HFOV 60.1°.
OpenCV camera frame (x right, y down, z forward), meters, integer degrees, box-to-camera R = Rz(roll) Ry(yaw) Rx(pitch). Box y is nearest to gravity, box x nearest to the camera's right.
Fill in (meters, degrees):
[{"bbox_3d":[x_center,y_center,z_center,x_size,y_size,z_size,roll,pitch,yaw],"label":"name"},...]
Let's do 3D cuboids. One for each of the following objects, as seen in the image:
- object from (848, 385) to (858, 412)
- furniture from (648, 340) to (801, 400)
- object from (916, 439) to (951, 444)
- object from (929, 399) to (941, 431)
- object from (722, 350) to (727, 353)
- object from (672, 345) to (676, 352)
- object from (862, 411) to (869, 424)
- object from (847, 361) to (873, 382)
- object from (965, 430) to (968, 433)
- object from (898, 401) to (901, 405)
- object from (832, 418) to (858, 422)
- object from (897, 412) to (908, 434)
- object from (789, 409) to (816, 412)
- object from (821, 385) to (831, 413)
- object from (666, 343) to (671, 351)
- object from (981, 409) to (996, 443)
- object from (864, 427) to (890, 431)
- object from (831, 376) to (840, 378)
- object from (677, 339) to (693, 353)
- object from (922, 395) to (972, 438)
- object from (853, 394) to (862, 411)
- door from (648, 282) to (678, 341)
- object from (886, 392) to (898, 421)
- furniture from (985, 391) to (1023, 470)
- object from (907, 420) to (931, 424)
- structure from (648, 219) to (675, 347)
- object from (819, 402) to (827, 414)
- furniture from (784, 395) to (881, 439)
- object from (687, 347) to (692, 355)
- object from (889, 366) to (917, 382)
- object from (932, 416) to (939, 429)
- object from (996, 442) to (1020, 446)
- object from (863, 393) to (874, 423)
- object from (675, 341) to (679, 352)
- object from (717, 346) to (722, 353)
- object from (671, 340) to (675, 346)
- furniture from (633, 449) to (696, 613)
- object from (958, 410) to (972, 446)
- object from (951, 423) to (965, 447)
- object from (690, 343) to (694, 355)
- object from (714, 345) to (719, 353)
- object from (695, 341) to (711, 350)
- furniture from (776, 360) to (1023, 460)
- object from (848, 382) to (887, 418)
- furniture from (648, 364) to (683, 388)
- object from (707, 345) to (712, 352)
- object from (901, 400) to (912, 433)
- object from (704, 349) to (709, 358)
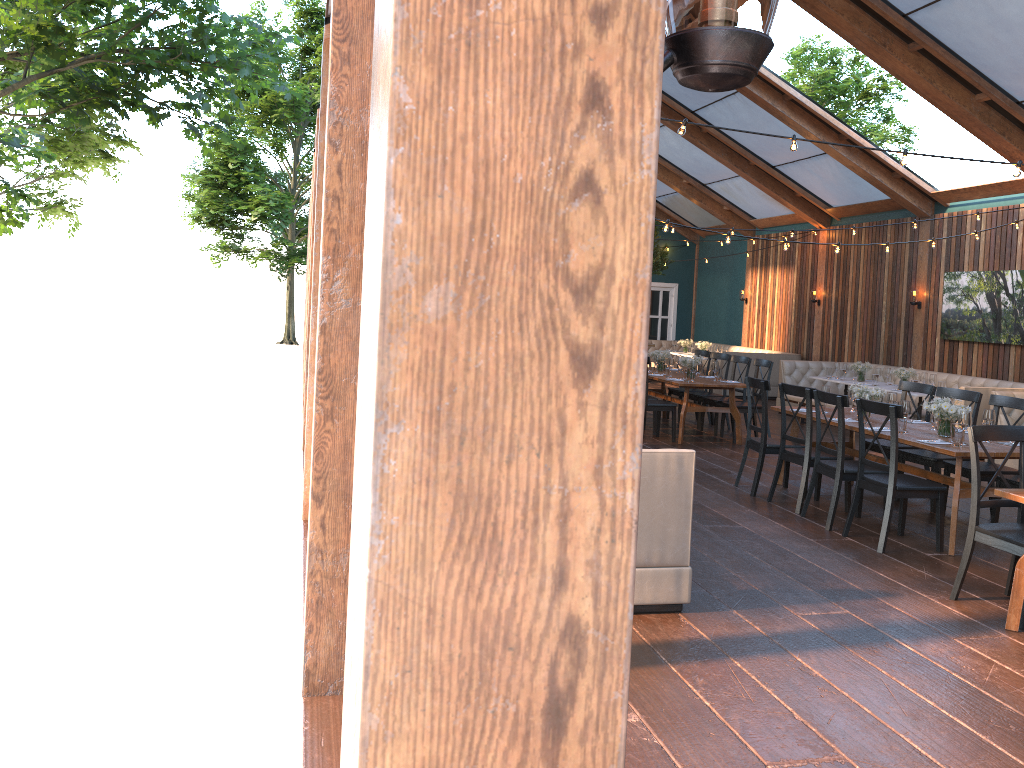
[{"bbox_3d":[3.162,0.134,8.209,0.092,0.244,0.092,4,2,34],"label":"object"},{"bbox_3d":[4.219,-0.356,18.420,1.708,0.857,4.176,2,5,-13],"label":"furniture"},{"bbox_3d":[3.072,0.414,6.392,0.255,0.019,0.158,2,5,-13],"label":"object"},{"bbox_3d":[3.412,0.248,7.135,0.092,0.244,0.092,4,2,29],"label":"object"},{"bbox_3d":[4.173,-0.580,17.366,0.092,0.158,0.092,2,3,-27],"label":"object"},{"bbox_3d":[3.464,-0.761,18.899,0.092,0.158,0.092,2,3,-27],"label":"object"},{"bbox_3d":[2.911,0.249,7.330,0.092,0.158,0.092,3,3,13],"label":"object"},{"bbox_3d":[5.091,-0.188,12.914,0.336,0.309,0.330,3,4,-1],"label":"object"},{"bbox_3d":[3.575,0.374,7.081,0.255,0.019,0.158,2,5,-13],"label":"object"},{"bbox_3d":[3.342,0.231,7.733,0.092,0.158,0.092,3,3,13],"label":"object"},{"bbox_3d":[2.823,0.301,7.476,0.255,0.019,0.158,2,5,-13],"label":"object"},{"bbox_3d":[2.995,0.301,6.812,0.092,0.158,0.092,3,3,13],"label":"object"},{"bbox_3d":[2.674,0.237,8.054,0.255,0.019,0.158,2,5,-13],"label":"object"},{"bbox_3d":[2.832,0.137,7.998,0.092,0.244,0.092,4,2,34],"label":"object"},{"bbox_3d":[3.407,-0.801,19.291,0.092,0.158,0.092,2,3,-27],"label":"object"},{"bbox_3d":[3.525,0.309,6.549,0.092,0.244,0.092,4,2,29],"label":"object"},{"bbox_3d":[2.907,0.352,6.957,0.255,0.019,0.158,2,5,-13],"label":"object"},{"bbox_3d":[4.940,-0.104,13.477,0.157,0.019,0.256,2,6,-13],"label":"object"},{"bbox_3d":[3.686,-0.817,18.813,0.330,0.309,0.336,6,5,42],"label":"object"},{"bbox_3d":[3.301,0.249,6.724,0.337,0.309,0.329,6,5,43],"label":"object"},{"bbox_3d":[3.239,0.171,8.315,0.092,0.158,0.092,4,3,23],"label":"object"},{"bbox_3d":[0.017,-1.464,20.732,8.166,2.206,0.174,2,2,-13],"label":"door"},{"bbox_3d":[3.277,0.195,7.630,0.092,0.244,0.092,4,2,29],"label":"object"},{"bbox_3d":[6.652,0.739,8.148,1.708,0.857,4.176,2,5,-13],"label":"furniture"},{"bbox_3d":[3.438,0.319,7.589,0.255,0.019,0.158,2,5,-13],"label":"object"},{"bbox_3d":[1.354,-1.621,15.245,2.713,3.688,2.860,3,3,-5],"label":"structure"},{"bbox_3d":[2.764,0.186,7.899,0.092,0.158,0.092,5,3,33],"label":"object"},{"bbox_3d":[4.518,0.469,12.296,0.312,0.398,2.338,2,5,-14],"label":"furniture"},{"bbox_3d":[3.634,-0.681,18.145,0.092,0.158,0.092,2,3,-27],"label":"object"},{"bbox_3d":[5.313,-0.089,11.981,0.336,0.309,0.330,3,4,3],"label":"object"},{"bbox_3d":[3.476,0.285,7.234,0.092,0.158,0.092,3,3,13],"label":"object"},{"bbox_3d":[3.676,0.435,6.497,0.255,0.019,0.158,2,5,-13],"label":"object"},{"bbox_3d":[2.983,0.202,7.413,0.092,0.244,0.092,4,2,29],"label":"object"},{"bbox_3d":[3.536,-0.808,18.981,0.092,0.244,0.092,4,2,29],"label":"object"},{"bbox_3d":[4.092,-0.634,17.435,0.092,0.244,0.092,4,2,34],"label":"object"},{"bbox_3d":[3.493,-0.833,19.219,0.092,0.244,0.092,4,2,29],"label":"object"},{"bbox_3d":[-0.344,0.543,6.473,1.708,0.857,4.176,2,5,-13],"label":"furniture"},{"bbox_3d":[3.242,0.315,6.336,0.092,0.244,0.092,4,2,29],"label":"object"},{"bbox_3d":[3.147,0.361,6.252,0.092,0.158,0.092,3,3,13],"label":"object"},{"bbox_3d":[3.706,-0.728,18.228,0.092,0.244,0.092,4,2,34],"label":"object"},{"bbox_3d":[4.088,-0.656,17.671,0.092,0.244,0.092,4,2,34],"label":"object"},{"bbox_3d":[3.891,-0.731,18.007,0.337,0.309,0.329,5,4,29],"label":"object"},{"bbox_3d":[5.610,0.270,12.546,1.708,0.857,4.176,2,5,-13],"label":"furniture"},{"bbox_3d":[3.108,0.141,7.758,0.329,0.309,0.337,4,4,21],"label":"object"},{"bbox_3d":[3.120,-0.160,18.202,0.312,0.398,2.338,2,5,-14],"label":"furniture"},{"bbox_3d":[3.893,-0.646,17.454,0.092,0.244,0.092,4,2,34],"label":"object"},{"bbox_3d":[3.067,0.254,6.894,0.092,0.244,0.092,4,2,29],"label":"object"},{"bbox_3d":[3.821,-0.599,17.371,0.092,0.158,0.092,2,3,-27],"label":"object"}]
